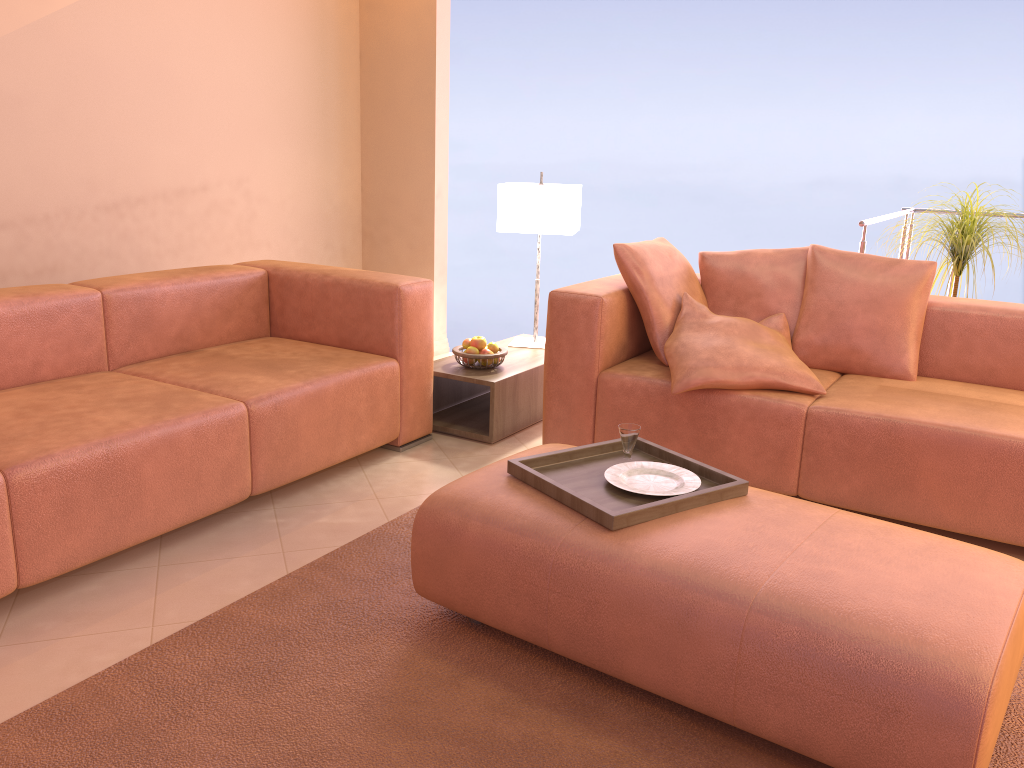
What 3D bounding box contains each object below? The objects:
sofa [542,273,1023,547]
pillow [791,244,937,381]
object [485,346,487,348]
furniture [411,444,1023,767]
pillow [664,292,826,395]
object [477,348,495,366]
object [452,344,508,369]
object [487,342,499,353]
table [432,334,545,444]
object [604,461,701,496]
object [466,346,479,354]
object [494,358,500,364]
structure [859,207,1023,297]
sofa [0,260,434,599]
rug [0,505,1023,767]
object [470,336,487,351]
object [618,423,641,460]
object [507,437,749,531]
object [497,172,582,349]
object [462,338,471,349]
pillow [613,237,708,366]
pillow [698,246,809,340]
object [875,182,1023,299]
[{"bbox_3d":[1.520,0.080,3.092,2.781,0.672,0.943,10,17,30],"label":"sofa"},{"bbox_3d":[1.305,-0.270,3.324,0.470,0.468,0.211,9,16,25],"label":"pillow"},{"bbox_3d":[-0.125,-0.130,3.781,0.077,0.065,0.076,15,19,40],"label":"object"},{"bbox_3d":[0.456,0.447,2.090,1.291,0.301,0.685,12,18,34],"label":"furniture"},{"bbox_3d":[0.806,-0.153,3.200,0.517,0.292,0.514,2,15,0],"label":"pillow"},{"bbox_3d":[-0.110,-0.112,3.710,0.074,0.076,0.072,14,19,39],"label":"object"},{"bbox_3d":[-0.136,-0.112,3.760,0.235,0.071,0.235,8,16,22],"label":"object"},{"bbox_3d":[-0.081,-0.151,3.739,0.051,0.053,0.045,-9,18,-35],"label":"object"},{"bbox_3d":[-0.011,0.000,4.020,0.412,0.268,0.918,10,17,30],"label":"table"},{"bbox_3d":[0.351,0.242,2.219,0.240,0.018,0.240,0,15,-5],"label":"object"},{"bbox_3d":[-0.165,-0.133,3.692,0.055,0.047,0.045,4,15,7],"label":"object"},{"bbox_3d":[-0.072,-0.107,3.758,0.046,0.046,0.055,4,15,8],"label":"object"},{"bbox_3d":[3.717,-0.320,3.724,4.176,0.541,1.663,10,17,30],"label":"structure"},{"bbox_3d":[-1.402,0.099,2.663,0.943,0.672,2.781,10,17,30],"label":"sofa"},{"bbox_3d":[0.510,0.728,1.801,2.626,0.005,1.833,10,17,30],"label":"rug"},{"bbox_3d":[-0.142,-0.169,3.725,0.069,0.061,0.068,0,15,-8],"label":"object"},{"bbox_3d":[0.315,0.158,2.395,0.061,0.091,0.061,6,15,15],"label":"object"},{"bbox_3d":[0.285,0.234,2.230,0.436,0.034,0.421,-8,17,-33],"label":"object"},{"bbox_3d":[0.124,-0.581,4.147,0.344,0.799,0.344,4,15,9],"label":"object"},{"bbox_3d":[-0.186,-0.170,3.756,0.047,0.046,0.054,6,15,17],"label":"object"},{"bbox_3d":[0.620,-0.336,3.513,0.314,0.455,0.519,9,16,26],"label":"pillow"},{"bbox_3d":[0.972,-0.333,3.521,0.492,0.446,0.255,5,15,14],"label":"pillow"},{"bbox_3d":[1.966,-0.348,3.967,0.703,1.088,0.729,2,15,-1],"label":"object"}]
